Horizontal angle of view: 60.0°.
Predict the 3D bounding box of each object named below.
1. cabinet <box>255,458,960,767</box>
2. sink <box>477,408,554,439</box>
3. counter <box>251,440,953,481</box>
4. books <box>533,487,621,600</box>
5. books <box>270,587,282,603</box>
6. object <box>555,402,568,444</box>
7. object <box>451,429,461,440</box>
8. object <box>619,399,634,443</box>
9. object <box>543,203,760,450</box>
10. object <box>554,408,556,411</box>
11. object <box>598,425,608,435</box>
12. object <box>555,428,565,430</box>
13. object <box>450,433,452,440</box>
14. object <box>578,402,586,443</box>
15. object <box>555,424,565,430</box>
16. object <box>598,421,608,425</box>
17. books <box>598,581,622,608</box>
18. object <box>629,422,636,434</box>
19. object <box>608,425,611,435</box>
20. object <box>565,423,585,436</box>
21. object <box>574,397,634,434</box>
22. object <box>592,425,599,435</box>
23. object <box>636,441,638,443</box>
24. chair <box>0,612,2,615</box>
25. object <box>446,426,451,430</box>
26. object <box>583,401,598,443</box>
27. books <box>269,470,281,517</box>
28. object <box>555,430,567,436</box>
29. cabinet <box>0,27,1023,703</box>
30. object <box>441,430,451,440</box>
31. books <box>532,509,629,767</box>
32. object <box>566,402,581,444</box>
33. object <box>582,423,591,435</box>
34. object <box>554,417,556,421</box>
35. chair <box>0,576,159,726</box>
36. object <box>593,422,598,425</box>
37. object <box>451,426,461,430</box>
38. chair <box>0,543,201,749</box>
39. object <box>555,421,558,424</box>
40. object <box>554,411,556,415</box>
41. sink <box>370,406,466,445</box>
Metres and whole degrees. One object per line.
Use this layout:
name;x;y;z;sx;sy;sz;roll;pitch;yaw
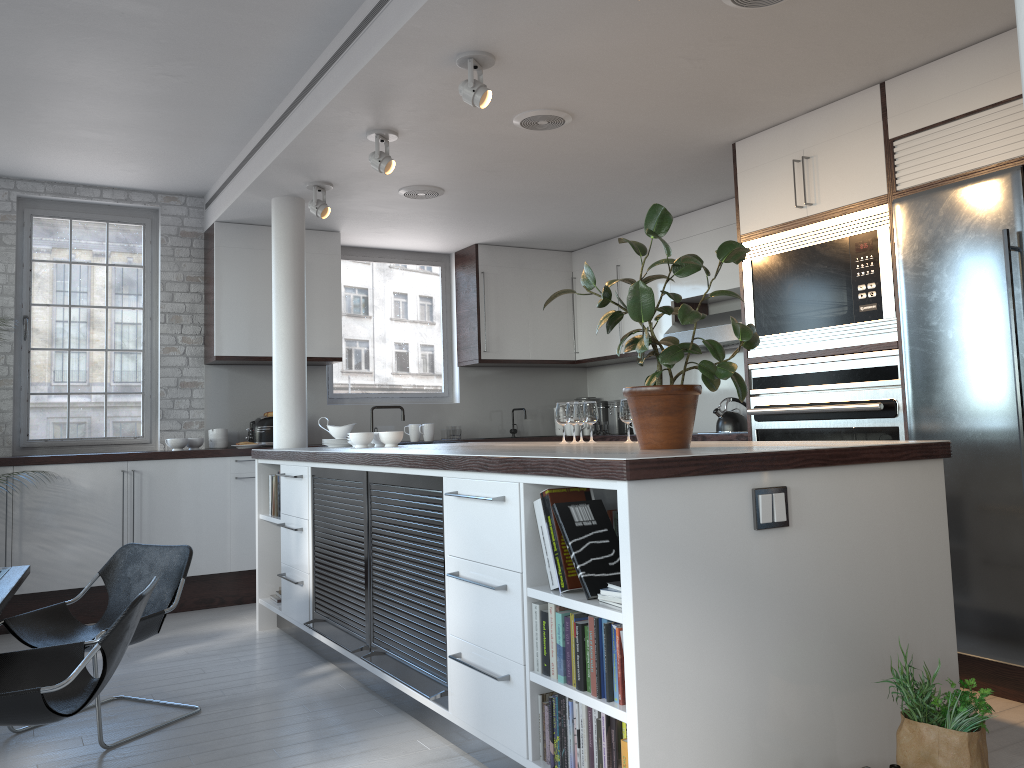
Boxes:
cabinet;-0.085;0.942;4.531;1.500;1.175;4.159;0;-4;-30
sink;0.038;0.435;8.378;0.916;0.415;0.432;0;-4;-30
counter;-0.108;0.354;4.592;1.446;0.061;4.189;0;-3;-30
books;0.231;0.501;2.866;0.186;0.329;0.322;1;-5;-30
books;-1.385;1.253;5.800;0.293;0.325;0.471;1;-4;-32
object;0.276;0.212;4.770;0.082;0.224;0.082;-2;-5;7
object;-0.504;0.462;8.057;0.094;0.098;0.093;-1;-4;-13
object;0.579;0.186;4.428;0.082;0.224;0.082;-4;-5;27
object;0.521;-0.210;3.236;0.774;0.894;0.436;-4;-5;28
object;0.491;0.262;8.826;0.153;0.070;0.152;-3;-3;16
object;0.851;0.430;8.286;0.094;0.098;0.093;-1;-4;-13
object;0.506;0.451;8.811;0.154;0.074;0.152;0;-4;-27
object;-0.556;0.468;8.147;0.094;0.098;0.094;-6;-5;43
object;0.371;0.209;4.783;0.082;0.224;0.082;2;-6;-39
object;0.504;0.421;8.812;0.153;0.063;0.152;-2;-3;-1
object;0.850;0.400;8.289;0.094;0.098;0.093;-1;-4;-13
books;0.405;0.621;2.651;0.272;0.054;0.204;0;-4;-34
object;1.142;0.384;8.131;0.138;0.152;0.108;-1;-4;-8
object;0.894;0.436;8.423;0.094;0.098;0.093;-1;-4;-13
object;0.593;0.423;8.569;0.134;0.152;0.249;0;-4;-28
object;0.928;0.304;8.648;0.243;0.375;0.872;1;-4;-34
object;0.800;0.436;8.376;0.094;0.098;0.093;-1;-4;-13
object;0.626;0.180;4.345;0.082;0.224;0.082;-2;-5;3
chair;-2.827;1.212;4.280;0.671;0.780;0.663;0;-5;-25
object;-0.557;0.438;8.149;0.094;0.098;0.094;-6;-5;43
object;0.419;0.204;4.704;0.082;0.224;0.082;2;-6;-35
books;-1.424;0.701;5.816;0.253;0.324;0.508;1;-4;-30
object;0.508;0.487;8.811;0.153;0.056;0.153;-3;-3;13
cabinet;-0.640;0.037;4.472;7.227;3.010;7.280;0;-4;-30
object;-0.598;0.462;8.007;0.094;0.098;0.094;-6;-5;43
books;0.410;0.816;2.811;0.492;0.800;0.539;1;-5;-30
object;0.326;0.206;4.681;0.082;0.224;0.082;2;-6;-39
object;0.733;0.418;8.552;0.109;0.152;0.138;1;-5;-31
object;0.499;0.359;8.820;0.153;0.060;0.153;0;-4;-30
chair;-1.597;1.115;3.081;0.665;0.780;0.669;-1;-4;-15
object;0.800;0.407;8.381;0.094;0.098;0.093;-1;-4;-13
object;-0.505;0.432;8.059;0.094;0.098;0.093;-1;-4;-13
chair;-1.876;1.173;4.085;0.670;0.780;0.663;-4;-5;25
object;0.501;0.389;8.817;0.153;0.075;0.152;-3;-4;27
object;0.494;0.294;8.822;0.153;0.067;0.152;-3;-3;16
sink;-0.718;0.411;6.268;0.648;0.520;0.545;0;-4;-30
